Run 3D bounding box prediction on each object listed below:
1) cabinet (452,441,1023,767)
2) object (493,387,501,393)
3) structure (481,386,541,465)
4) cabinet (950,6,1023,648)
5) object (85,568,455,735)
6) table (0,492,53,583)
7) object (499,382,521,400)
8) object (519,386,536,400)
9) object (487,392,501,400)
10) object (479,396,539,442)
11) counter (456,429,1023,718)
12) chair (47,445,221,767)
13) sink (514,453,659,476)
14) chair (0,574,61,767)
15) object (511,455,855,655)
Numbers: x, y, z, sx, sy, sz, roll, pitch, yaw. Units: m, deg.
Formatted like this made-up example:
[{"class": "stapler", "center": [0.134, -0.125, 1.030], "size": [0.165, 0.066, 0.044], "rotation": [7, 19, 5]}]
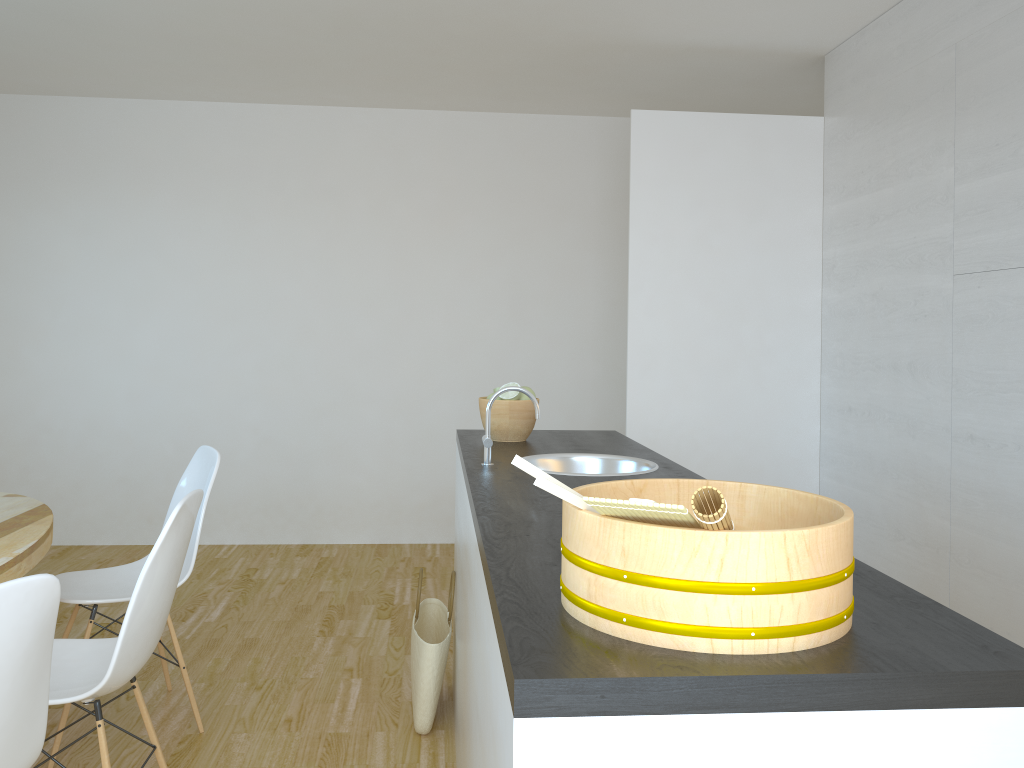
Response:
[{"class": "cabinet", "center": [0.189, 0.735, 2.128], "size": [0.600, 0.909, 2.404], "rotation": [1, 3, -5]}, {"class": "object", "center": [-0.022, 0.038, 3.052], "size": [0.086, 0.065, 0.084], "rotation": [1, 2, 7]}, {"class": "structure", "center": [-0.005, 0.111, 2.458], "size": [0.162, 0.215, 0.097], "rotation": [1, 0, -5]}, {"class": "cabinet", "center": [1.987, -0.006, 1.662], "size": [0.481, 2.300, 3.205], "rotation": [1, 2, -5]}, {"class": "object", "center": [-0.703, 0.892, 2.832], "size": [1.189, 0.501, 0.471], "rotation": [0, 2, -27]}, {"class": "table", "center": [-1.835, 0.800, 2.029], "size": [1.193, 0.725, 2.193], "rotation": [1, 3, -6]}, {"class": "object", "center": [-0.007, 0.031, 2.924], "size": [0.077, 0.072, 0.074], "rotation": [1, 1, 20]}, {"class": "object", "center": [0.037, 0.057, 2.985], "size": [0.086, 0.098, 0.102], "rotation": [1, 1, 16]}, {"class": "object", "center": [-0.044, 0.071, 2.977], "size": [0.081, 0.085, 0.098], "rotation": [0, 2, -40]}, {"class": "object", "center": [-0.011, 0.119, 2.991], "size": [0.205, 0.142, 0.205], "rotation": [-1, 3, -44]}, {"class": "counter", "center": [0.196, 0.260, 2.132], "size": [0.600, 0.040, 2.404], "rotation": [1, 3, -5]}, {"class": "chair", "center": [-1.267, 0.672, 2.934], "size": [0.523, 0.902, 0.430], "rotation": [1, 0, -35]}, {"class": "sink", "center": [0.202, 0.296, 2.448], "size": [0.404, 0.157, 0.404], "rotation": [3, 3, 37]}, {"class": "chair", "center": [-1.056, 0.757, 1.455], "size": [0.523, 0.902, 0.430], "rotation": [1, 0, 15]}, {"class": "object", "center": [0.244, 0.189, 1.156], "size": [0.378, 0.214, 0.430], "rotation": [2, 3, 23]}]
